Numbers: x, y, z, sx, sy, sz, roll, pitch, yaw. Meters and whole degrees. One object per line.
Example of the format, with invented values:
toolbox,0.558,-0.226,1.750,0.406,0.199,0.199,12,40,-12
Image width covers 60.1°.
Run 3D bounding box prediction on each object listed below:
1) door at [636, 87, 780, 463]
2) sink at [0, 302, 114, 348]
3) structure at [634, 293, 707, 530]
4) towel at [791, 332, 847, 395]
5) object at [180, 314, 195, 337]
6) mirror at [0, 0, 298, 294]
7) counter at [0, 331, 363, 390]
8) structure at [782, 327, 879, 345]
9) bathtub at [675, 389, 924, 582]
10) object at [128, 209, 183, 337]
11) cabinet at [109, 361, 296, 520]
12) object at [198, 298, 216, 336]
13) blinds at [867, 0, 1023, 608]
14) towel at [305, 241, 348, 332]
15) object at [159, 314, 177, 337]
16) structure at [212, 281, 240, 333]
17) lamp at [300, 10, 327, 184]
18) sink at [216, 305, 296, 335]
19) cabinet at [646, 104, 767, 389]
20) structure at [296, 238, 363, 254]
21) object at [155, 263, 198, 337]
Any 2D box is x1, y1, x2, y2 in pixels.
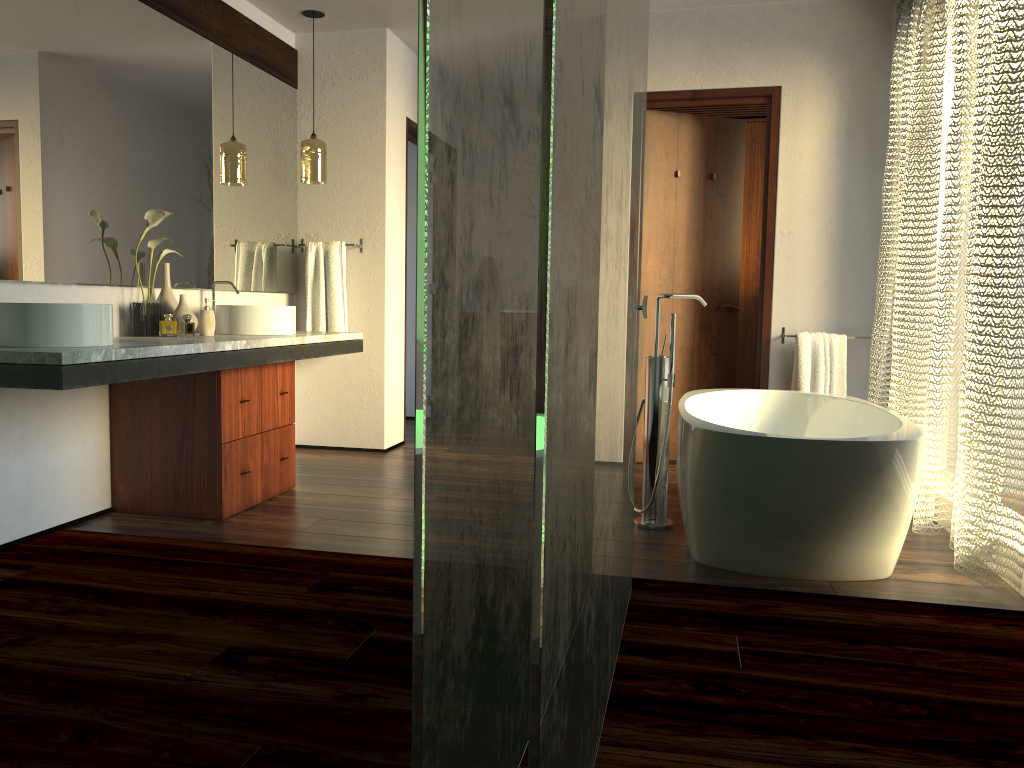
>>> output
door,1.002,-0.537,4.793,0.738,1.947,0.459,2,5,13
sink,-1.437,-0.187,2.764,0.362,0.131,0.352,2,5,15
structure,0.557,0.099,3.444,0.239,0.897,0.283,-3,6,-38
towel,1.519,0.063,4.394,0.260,0.637,0.155,1,5,-4
object,-1.314,-0.237,3.583,0.039,0.090,0.056,3,5,22
mirror,-1.629,-0.930,3.086,0.017,1.152,4.035,2,5,11
counter,-1.273,-0.134,3.533,0.593,0.101,2.235,2,5,11
structure,1.581,-0.234,4.384,0.458,0.088,0.101,2,5,14
bathtub,0.993,0.331,3.265,0.773,0.485,1.603,2,5,11
object,-1.451,-0.446,3.611,0.187,0.504,0.245,0,5,-10
cabinet,-1.277,0.194,3.765,0.518,0.599,0.652,2,5,12
object,-1.284,-0.281,3.724,0.070,0.158,0.071,1,5,-5
blinds,1.612,-0.613,3.313,0.183,2.337,2.103,2,5,11
towel,-1.040,-0.478,4.951,0.263,0.636,0.157,4,6,31
object,-1.381,-0.234,3.555,0.064,0.092,0.039,-2,6,-27
structure,-1.341,-0.354,4.077,0.167,0.242,0.065,2,5,17
lamp,-1.045,-1.502,4.667,0.135,0.867,0.142,-2,6,-35
sink,-1.175,-0.295,4.070,0.354,0.131,0.360,0,5,-10
cabinet,1.625,-0.836,5.928,1.500,2.364,0.354,2,5,14
structure,-1.032,-0.781,4.986,0.373,0.088,0.101,2,5,14
object,-1.406,-0.352,3.688,0.246,0.305,0.117,5,6,39
